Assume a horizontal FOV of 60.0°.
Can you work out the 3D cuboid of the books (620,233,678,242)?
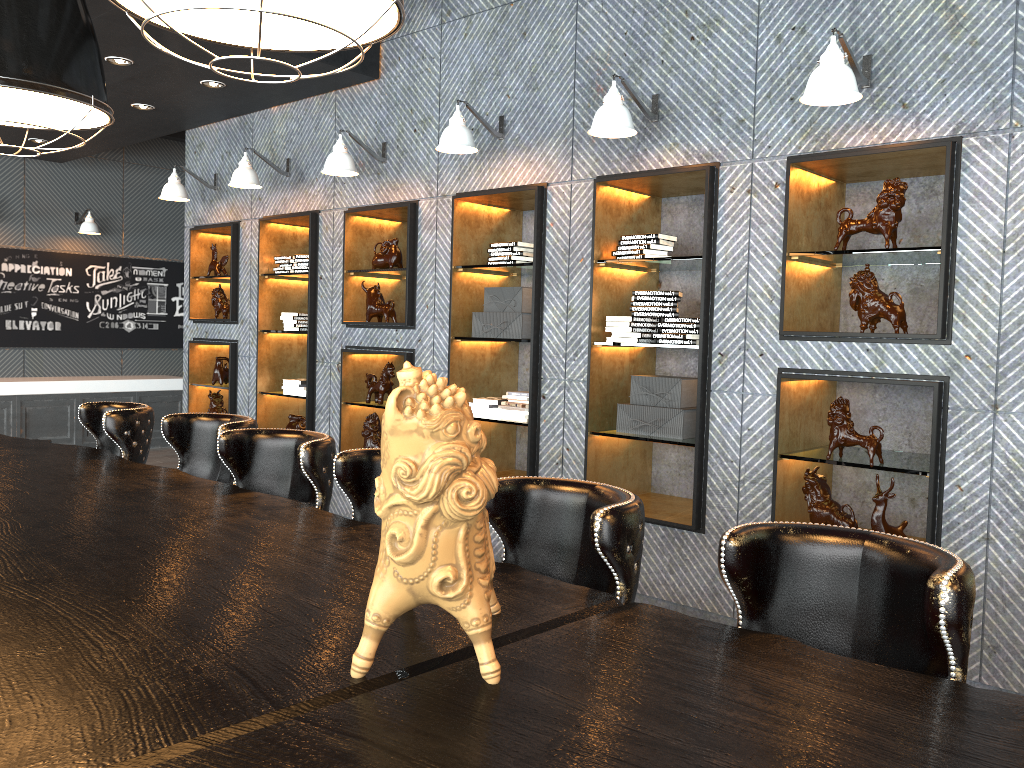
[{"bbox_3d":[0.749,-0.795,4.849,0.245,0.028,0.193,5,4,42],"label":"books"}]

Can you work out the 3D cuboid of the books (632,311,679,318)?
[{"bbox_3d":[0.773,-0.372,4.769,0.245,0.028,0.193,2,3,11],"label":"books"}]

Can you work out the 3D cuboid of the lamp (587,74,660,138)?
[{"bbox_3d":[0.599,-1.373,4.396,0.490,0.287,0.244,0,4,-32],"label":"lamp"}]

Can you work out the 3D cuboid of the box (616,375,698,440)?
[{"bbox_3d":[0.790,0.119,4.801,0.419,0.315,0.323,4,4,42],"label":"box"}]

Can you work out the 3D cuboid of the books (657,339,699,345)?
[{"bbox_3d":[0.923,-0.221,4.676,0.193,0.028,0.245,-1,5,-44],"label":"books"}]

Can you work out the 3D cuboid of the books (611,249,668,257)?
[{"bbox_3d":[0.697,-0.711,4.844,0.193,0.028,0.245,-1,4,-37],"label":"books"}]

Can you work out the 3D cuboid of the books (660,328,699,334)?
[{"bbox_3d":[0.939,-0.279,4.701,0.245,0.028,0.193,4,4,38],"label":"books"}]

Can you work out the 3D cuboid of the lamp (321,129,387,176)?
[{"bbox_3d":[-1.018,-1.524,5.862,0.490,0.287,0.244,0,4,-32],"label":"lamp"}]

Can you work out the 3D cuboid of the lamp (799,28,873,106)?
[{"bbox_3d":[1.405,-1.305,3.665,0.490,0.287,0.244,0,4,-32],"label":"lamp"}]

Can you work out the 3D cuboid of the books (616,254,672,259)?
[{"bbox_3d":[0.717,-0.681,4.827,0.193,0.028,0.245,0,4,-32],"label":"books"}]

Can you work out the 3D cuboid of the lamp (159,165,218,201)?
[{"bbox_3d":[-2.672,-1.666,7.363,0.490,0.287,0.244,0,4,-32],"label":"lamp"}]

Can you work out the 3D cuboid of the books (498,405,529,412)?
[{"bbox_3d":[0.064,0.147,5.383,0.264,0.019,0.205,5,4,41],"label":"books"}]

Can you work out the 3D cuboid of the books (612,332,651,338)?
[{"bbox_3d":[0.687,-0.265,4.824,0.193,0.028,0.245,5,4,41],"label":"books"}]

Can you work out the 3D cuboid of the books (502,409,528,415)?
[{"bbox_3d":[0.066,0.167,5.389,0.202,0.022,0.228,-2,5,-45],"label":"books"}]

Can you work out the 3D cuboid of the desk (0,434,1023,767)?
[{"bbox_3d":[-0.180,0.948,1.544,7.597,0.927,1.433,5,4,42],"label":"desk"}]

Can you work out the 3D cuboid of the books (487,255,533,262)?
[{"bbox_3d":[-0.002,-0.768,5.478,0.193,0.028,0.245,-1,4,-37],"label":"books"}]

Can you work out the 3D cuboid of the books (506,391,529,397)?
[{"bbox_3d":[0.090,0.060,5.402,0.212,0.024,0.185,4,4,37],"label":"books"}]

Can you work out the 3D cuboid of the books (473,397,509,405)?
[{"bbox_3d":[-0.116,0.106,5.604,0.179,0.029,0.225,3,4,27],"label":"books"}]

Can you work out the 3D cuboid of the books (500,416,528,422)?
[{"bbox_3d":[0.066,0.209,5.381,0.228,0.023,0.167,5,4,42],"label":"books"}]

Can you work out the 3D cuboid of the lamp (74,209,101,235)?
[{"bbox_3d":[-4.934,-1.889,10.325,0.243,0.287,0.490,0,4,-32],"label":"lamp"}]

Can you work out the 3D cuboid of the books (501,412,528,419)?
[{"bbox_3d":[0.066,0.189,5.390,0.158,0.021,0.224,-1,4,-39],"label":"books"}]

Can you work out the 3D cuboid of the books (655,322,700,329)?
[{"bbox_3d":[0.912,-0.308,4.697,0.245,0.028,0.193,4,4,32],"label":"books"}]

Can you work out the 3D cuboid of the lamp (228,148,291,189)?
[{"bbox_3d":[-1.870,-1.611,6.635,0.490,0.287,0.244,0,4,-32],"label":"lamp"}]

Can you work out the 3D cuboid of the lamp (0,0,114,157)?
[{"bbox_3d":[-1.588,-1.897,2.800,0.621,2.301,0.622,2,3,-3],"label":"lamp"}]

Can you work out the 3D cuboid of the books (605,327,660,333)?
[{"bbox_3d":[0.663,-0.297,4.870,0.245,0.028,0.193,-1,4,-42],"label":"books"}]

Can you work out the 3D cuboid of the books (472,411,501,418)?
[{"bbox_3d":[-0.115,0.185,5.610,0.243,0.034,0.179,3,4,21],"label":"books"}]

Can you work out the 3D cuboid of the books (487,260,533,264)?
[{"bbox_3d":[-0.003,-0.741,5.492,0.245,0.028,0.193,5,4,42],"label":"books"}]

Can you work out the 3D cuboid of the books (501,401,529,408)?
[{"bbox_3d":[0.067,0.125,5.393,0.197,0.023,0.248,0,4,-31],"label":"books"}]

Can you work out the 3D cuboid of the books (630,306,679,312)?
[{"bbox_3d":[0.766,-0.400,4.763,0.245,0.028,0.193,3,3,14],"label":"books"}]

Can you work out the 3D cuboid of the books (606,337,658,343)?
[{"bbox_3d":[0.657,-0.239,4.852,0.193,0.028,0.245,4,4,35],"label":"books"}]

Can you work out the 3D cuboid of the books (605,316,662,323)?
[{"bbox_3d":[0.665,-0.352,4.852,0.245,0.028,0.193,-1,4,-41],"label":"books"}]

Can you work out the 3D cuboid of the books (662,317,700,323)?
[{"bbox_3d":[0.948,-0.334,4.678,0.245,0.028,0.193,4,4,37],"label":"books"}]

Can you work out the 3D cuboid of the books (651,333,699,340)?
[{"bbox_3d":[0.888,-0.250,4.666,0.193,0.028,0.245,-1,4,-37],"label":"books"}]

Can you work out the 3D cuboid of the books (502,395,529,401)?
[{"bbox_3d":[0.078,0.082,5.382,0.206,0.020,0.197,5,5,44],"label":"books"}]

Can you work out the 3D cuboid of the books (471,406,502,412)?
[{"bbox_3d":[-0.131,0.156,5.613,0.227,0.024,0.166,2,3,10],"label":"books"}]

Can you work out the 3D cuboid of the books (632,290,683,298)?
[{"bbox_3d":[0.788,-0.485,4.784,0.245,0.028,0.193,3,3,17],"label":"books"}]

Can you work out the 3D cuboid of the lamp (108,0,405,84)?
[{"bbox_3d":[-0.508,-1.809,1.820,0.621,2.301,0.622,2,3,-3],"label":"lamp"}]

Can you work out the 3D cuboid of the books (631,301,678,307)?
[{"bbox_3d":[0.773,-0.430,4.800,0.245,0.028,0.193,2,3,12],"label":"books"}]

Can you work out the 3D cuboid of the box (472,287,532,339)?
[{"bbox_3d":[-0.030,-0.442,5.518,0.419,0.315,0.298,4,4,42],"label":"box"}]

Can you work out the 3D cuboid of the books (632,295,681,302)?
[{"bbox_3d":[0.774,-0.457,4.780,0.245,0.028,0.193,2,3,3],"label":"books"}]

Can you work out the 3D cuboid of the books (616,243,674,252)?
[{"bbox_3d":[0.726,-0.739,4.844,0.193,0.028,0.245,-1,4,-40],"label":"books"}]

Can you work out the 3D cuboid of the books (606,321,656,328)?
[{"bbox_3d":[0.665,-0.322,4.825,0.245,0.028,0.193,-1,4,-35],"label":"books"}]

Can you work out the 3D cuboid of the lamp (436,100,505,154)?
[{"bbox_3d":[-0.206,-1.482,5.125,0.490,0.287,0.244,0,4,-32],"label":"lamp"}]

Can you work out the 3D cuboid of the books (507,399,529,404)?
[{"bbox_3d":[0.097,0.103,5.399,0.247,0.023,0.244,3,4,27],"label":"books"}]

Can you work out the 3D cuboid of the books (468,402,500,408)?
[{"bbox_3d":[-0.130,0.130,5.644,0.175,0.024,0.243,5,4,41],"label":"books"}]

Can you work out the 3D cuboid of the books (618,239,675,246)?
[{"bbox_3d":[0.735,-0.767,4.848,0.245,0.028,0.193,4,4,34],"label":"books"}]
